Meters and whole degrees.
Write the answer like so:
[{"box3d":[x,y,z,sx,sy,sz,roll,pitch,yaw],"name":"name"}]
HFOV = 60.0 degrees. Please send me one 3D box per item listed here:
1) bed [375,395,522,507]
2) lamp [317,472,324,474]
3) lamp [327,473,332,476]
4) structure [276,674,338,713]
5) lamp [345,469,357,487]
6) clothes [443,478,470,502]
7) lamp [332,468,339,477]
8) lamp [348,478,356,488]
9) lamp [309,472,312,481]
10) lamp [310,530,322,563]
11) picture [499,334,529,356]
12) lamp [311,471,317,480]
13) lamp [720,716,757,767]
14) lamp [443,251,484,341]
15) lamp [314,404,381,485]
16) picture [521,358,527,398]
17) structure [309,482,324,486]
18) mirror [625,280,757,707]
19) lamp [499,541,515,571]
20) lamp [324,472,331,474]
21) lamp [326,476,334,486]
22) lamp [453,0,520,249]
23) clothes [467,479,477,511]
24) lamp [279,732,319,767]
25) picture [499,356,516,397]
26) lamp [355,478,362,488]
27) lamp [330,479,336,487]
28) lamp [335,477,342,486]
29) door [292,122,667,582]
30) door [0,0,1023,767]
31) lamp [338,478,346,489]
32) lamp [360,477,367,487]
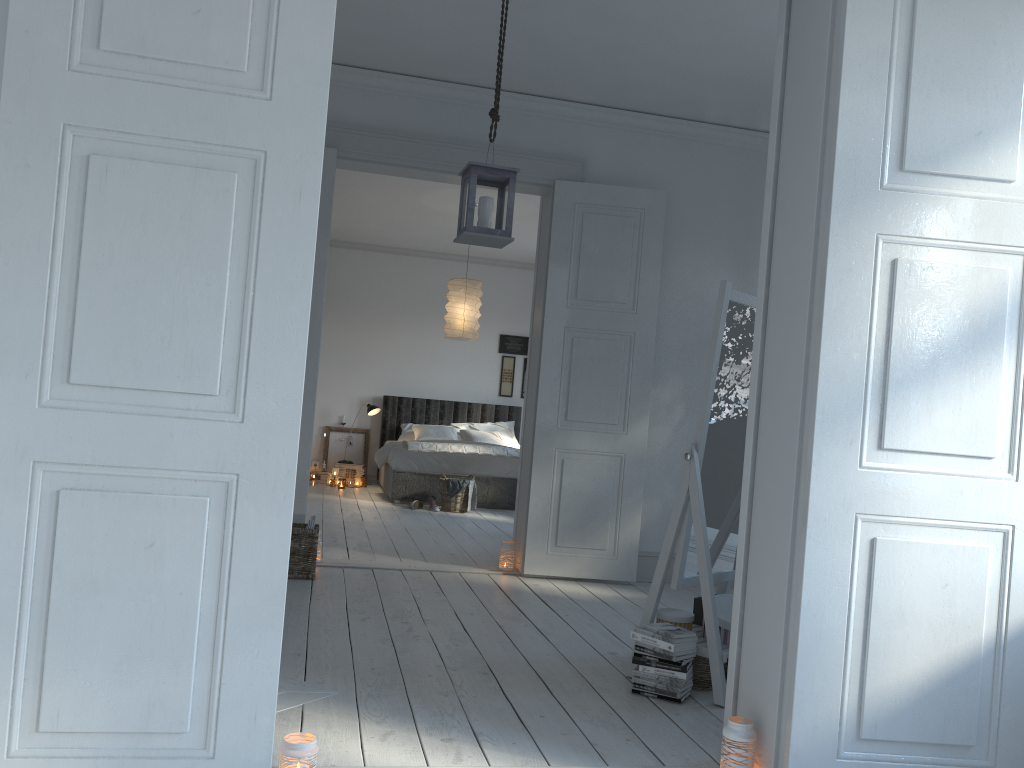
[{"box3d":[-0.528,0.711,9.685,1.889,1.046,2.176,5,-2,-12],"name":"bed"},{"box3d":[-2.215,1.070,10.256,0.081,0.098,0.080,6,-2,-41],"name":"lamp"},{"box3d":[-2.092,1.077,10.194,0.081,0.098,0.080,6,-2,-41],"name":"lamp"},{"box3d":[-1.125,-0.385,2.600,0.800,2.826,1.249,4,-1,33],"name":"structure"},{"box3d":[-1.801,1.046,9.882,0.117,0.188,0.122,4,-1,31],"name":"lamp"},{"box3d":[-0.515,1.011,8.226,0.246,0.270,0.297,5,-1,-11],"name":"clothes"},{"box3d":[-1.951,0.976,9.781,0.080,0.098,0.081,4,-2,31],"name":"lamp"},{"box3d":[-1.768,1.090,9.774,0.080,0.098,0.081,4,-1,22],"name":"lamp"},{"box3d":[-2.333,1.062,10.191,0.063,0.091,0.073,4,-1,21],"name":"lamp"},{"box3d":[-1.141,0.934,5.102,0.093,0.179,0.093,5,-1,-29],"name":"lamp"},{"box3d":[0.025,-0.482,10.961,0.366,0.232,0.020,5,-1,-12],"name":"picture"},{"box3d":[-2.296,1.064,10.290,0.081,0.098,0.080,6,-2,-41],"name":"lamp"},{"box3d":[0.610,0.990,2.390,0.089,0.166,0.089,5,-1,-13],"name":"lamp"},{"box3d":[-0.414,-1.020,8.034,0.338,1.231,0.341,4,-1,19],"name":"lamp"},{"box3d":[-1.918,0.673,10.187,0.825,0.936,0.450,5,-1,6],"name":"lamp"},{"box3d":[0.215,-0.070,11.002,0.165,0.504,0.020,5,-1,-12],"name":"picture"},{"box3d":[-2.646,-0.271,9.817,1.247,2.835,0.801,4,-1,33],"name":"structure"},{"box3d":[0.824,0.384,3.403,0.416,1.488,0.611,4,-1,43],"name":"mirror"},{"box3d":[-0.029,1.037,5.349,0.089,0.166,0.089,5,-1,-19],"name":"lamp"},{"box3d":[-2.148,1.077,10.314,0.080,0.098,0.081,4,-2,34],"name":"lamp"},{"box3d":[-2.005,1.070,9.770,0.080,0.098,0.081,4,-1,22],"name":"lamp"},{"box3d":[-0.057,-1.514,3.976,0.228,1.761,0.228,5,-1,-15],"name":"lamp"},{"box3d":[-0.494,1.028,8.268,0.283,0.288,0.235,4,-1,27],"name":"clothes"},{"box3d":[-0.521,0.919,2.162,0.093,0.110,0.093,5,-1,5],"name":"lamp"},{"box3d":[-0.056,-0.094,10.944,0.165,0.504,0.020,5,-1,-12],"name":"picture"},{"box3d":[-1.714,1.097,9.843,0.080,0.098,0.081,4,-1,22],"name":"lamp"},{"box3d":[-1.955,1.081,9.676,0.067,0.078,0.070,4,-2,30],"name":"lamp"},{"box3d":[-1.916,1.078,9.784,0.080,0.098,0.081,4,-1,22],"name":"lamp"},{"box3d":[-0.491,-0.164,5.261,2.599,2.504,0.577,5,-1,-12],"name":"door"},{"box3d":[0.133,-0.212,2.311,2.599,2.504,0.577,5,-1,-12],"name":"door"},{"box3d":[-1.838,1.073,9.563,0.081,0.106,0.081,6,-2,-35],"name":"lamp"},{"box3d":[-1.661,1.099,9.922,0.080,0.107,0.080,6,-2,-39],"name":"lamp"}]
